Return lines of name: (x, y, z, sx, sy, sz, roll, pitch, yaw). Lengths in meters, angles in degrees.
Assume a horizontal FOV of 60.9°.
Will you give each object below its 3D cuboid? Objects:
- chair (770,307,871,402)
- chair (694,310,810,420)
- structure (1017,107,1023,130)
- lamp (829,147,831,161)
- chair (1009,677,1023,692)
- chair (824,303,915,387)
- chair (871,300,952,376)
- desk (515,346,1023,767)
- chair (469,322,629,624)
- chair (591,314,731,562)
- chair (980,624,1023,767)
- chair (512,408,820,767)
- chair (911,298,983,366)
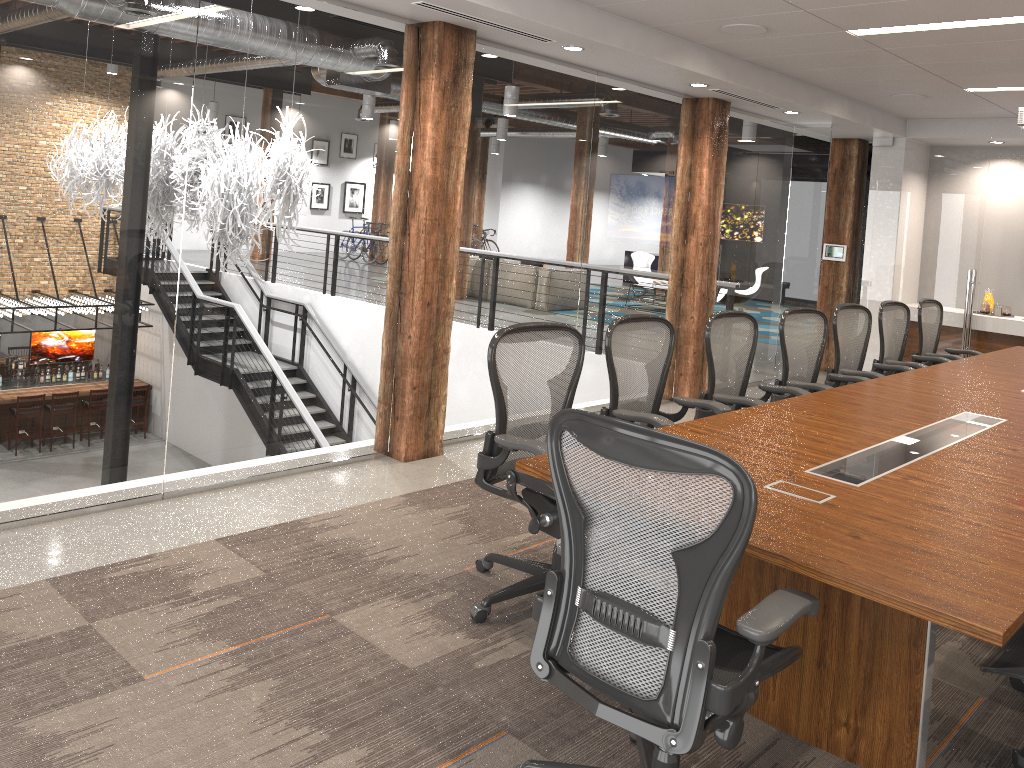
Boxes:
chair: (1.930, 0.110, 5.261, 0.800, 1.081, 0.772, 7, 5, 29)
chair: (1.368, 0.188, 4.658, 0.769, 1.081, 0.803, 7, 5, 32)
structure: (3.728, -1.939, 5.886, 0.467, 0.451, 0.318, 10, 7, 43)
lamp: (5.740, -4.829, 15.244, 0.205, 1.848, 0.205, 5, 1, 43)
chair: (2.092, 0.614, 2.840, 0.772, 1.081, 0.800, 8, 6, 42)
chair: (2.480, 0.041, 5.817, 0.770, 1.081, 0.803, 8, 5, 36)
chair: (3.014, -0.047, 6.457, 0.799, 1.081, 0.773, 7, 5, 27)
desk: (2.563, 0.478, 4.492, 1.426, 0.745, 6.053, 13, 14, 42)
chair: (0.235, 0.325, 3.535, 0.796, 1.081, 0.776, 6, 4, 17)
chair: (0.765, 0.243, 4.150, 0.799, 1.081, 0.773, 7, 5, 25)
chair: (1.541, 0.699, 2.202, 0.802, 1.081, 0.771, 8, 5, 37)
chair: (0.388, 0.602, 2.231, 0.774, 1.081, 0.798, 6, 5, 17)
chair: (3.576, -0.109, 6.984, 0.799, 1.081, 0.773, 1, 6, -41)
